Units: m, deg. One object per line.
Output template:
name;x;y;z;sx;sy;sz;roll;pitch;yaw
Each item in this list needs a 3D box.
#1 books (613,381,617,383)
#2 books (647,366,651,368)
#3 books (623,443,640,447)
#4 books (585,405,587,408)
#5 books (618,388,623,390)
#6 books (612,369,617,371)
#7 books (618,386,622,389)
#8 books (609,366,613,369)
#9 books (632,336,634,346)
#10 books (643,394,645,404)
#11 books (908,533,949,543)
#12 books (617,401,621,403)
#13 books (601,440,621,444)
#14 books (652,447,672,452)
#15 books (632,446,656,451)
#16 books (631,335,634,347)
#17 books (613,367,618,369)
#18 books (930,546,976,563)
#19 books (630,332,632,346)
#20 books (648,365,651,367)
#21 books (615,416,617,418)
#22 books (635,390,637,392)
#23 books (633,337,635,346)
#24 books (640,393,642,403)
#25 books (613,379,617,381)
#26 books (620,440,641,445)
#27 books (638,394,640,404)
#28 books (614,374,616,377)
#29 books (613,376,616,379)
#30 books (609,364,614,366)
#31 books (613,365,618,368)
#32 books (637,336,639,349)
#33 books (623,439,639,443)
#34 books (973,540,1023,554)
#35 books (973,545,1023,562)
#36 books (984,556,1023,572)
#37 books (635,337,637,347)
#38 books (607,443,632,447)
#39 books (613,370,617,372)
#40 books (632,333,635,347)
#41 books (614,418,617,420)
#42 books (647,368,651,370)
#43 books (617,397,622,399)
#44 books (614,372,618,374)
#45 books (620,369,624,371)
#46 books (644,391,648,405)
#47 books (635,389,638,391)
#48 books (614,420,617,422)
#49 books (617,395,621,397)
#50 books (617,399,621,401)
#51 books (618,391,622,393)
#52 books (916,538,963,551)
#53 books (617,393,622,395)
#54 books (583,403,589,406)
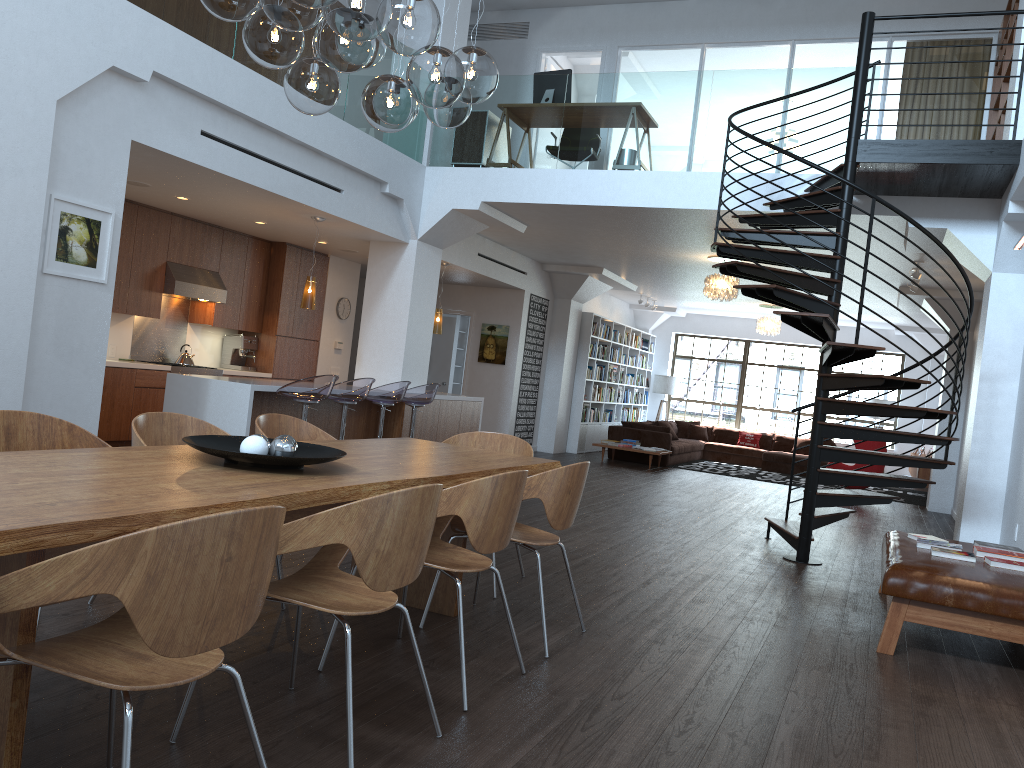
books;1.869;-0.051;16.831;0.171;0.039;0.246;7;1;23
books;2.821;-0.371;19.032;0.284;0.033;0.197;7;1;38
books;1.952;1.001;14.584;0.312;0.037;0.216;7;1;13
books;1.193;0.381;15.343;0.174;0.045;0.240;7;1;12
books;2.034;0.094;17.249;0.208;0.024;0.144;7;1;28
books;1.885;-0.281;16.870;0.223;0.027;0.161;7;1;12
books;2.031;0.061;17.244;0.185;0.041;0.129;7;1;37
books;1.757;-0.318;16.469;0.174;0.045;0.240;7;1;22
books;2.332;-0.850;17.676;0.161;0.223;0.027;7;1;23
books;2.748;0.313;18.956;0.172;0.235;0.112;7;1;23
books;2.641;0.986;5.638;0.161;0.031;0.223;7;0;1
books;1.980;0.336;17.256;0.246;0.038;0.171;7;1;23
books;1.639;0.959;14.653;0.241;0.045;0.334;7;1;24
books;2.371;1.053;14.333;0.350;0.035;0.256;6;1;-42
books;2.096;1.022;14.076;0.231;0.040;0.342;7;1;-27
books;2.317;-0.863;17.637;0.171;0.246;0.057;7;1;23
books;1.904;-0.305;16.854;0.144;0.024;0.208;7;1;28
books;2.514;0.971;5.057;0.224;0.032;0.161;7;1;23
books;2.285;-0.892;17.504;0.140;0.298;0.044;7;1;23
books;2.825;-0.403;19.026;0.174;0.032;0.254;6;1;-32
books;1.897;0.631;17.249;0.254;0.032;0.174;7;1;28
books;2.461;0.134;18.279;0.223;0.031;0.161;7;1;23
books;2.362;-0.847;17.751;0.161;0.223;0.026;7;1;23
books;2.648;0.306;18.749;0.168;0.228;0.139;7;1;23
books;1.870;-0.090;16.830;0.160;0.039;0.251;7;1;28
books;1.954;0.965;14.589;0.279;0.035;0.191;7;1;33
books;2.591;0.303;18.600;0.161;0.223;0.032;7;1;23
books;1.874;-0.174;16.842;0.168;0.045;0.231;7;1;18
books;1.851;-0.132;16.835;0.180;0.042;0.259;7;1;23
books;1.760;-0.355;16.445;0.223;0.027;0.161;7;1;32
books;1.913;-0.337;16.848;0.129;0.043;0.185;7;1;37
books;2.486;-0.848;18.034;0.160;0.250;0.026;7;1;23
books;1.961;0.934;14.585;0.224;0.027;0.157;7;1;28
books;3.029;1.027;5.517;0.254;0.044;0.183;7;1;18
books;2.888;1.011;5.230;0.283;0.043;0.197;7;1;22
books;2.762;1.003;4.924;0.224;0.036;0.161;7;1;17
books;2.413;-0.846;17.874;0.168;0.231;0.037;7;1;23
books;1.732;0.979;14.241;0.340;0.035;0.236;6;1;-42
books;1.885;-0.251;16.843;0.161;0.033;0.223;7;1;23
books;2.349;-0.882;17.714;0.176;0.290;0.053;7;1;23
books;1.896;0.664;17.245;0.284;0.033;0.197;7;1;8
books;2.817;-0.337;19.032;0.197;0.035;0.284;6;1;-37
books;1.993;0.261;17.283;0.259;0.040;0.180;7;1;23
books;1.885;-0.215;16.835;0.183;0.042;0.253;7;1;23
books;2.034;-0.281;17.152;0.223;0.031;0.161;7;1;23
books;2.844;0.294;19.190;0.176;0.290;0.053;7;1;23
books;2.468;0.105;18.287;0.224;0.030;0.161;7;1;33
books;1.892;0.697;17.245;0.284;0.035;0.197;7;1;23
books;2.006;0.220;17.264;0.231;0.044;0.168;7;1;18
books;1.983;0.298;17.259;0.251;0.037;0.160;7;1;28
books;2.016;0.145;17.261;0.223;0.032;0.161;7;1;23
books;2.564;0.973;5.324;0.247;0.040;0.185;7;1;26
books;2.004;0.178;17.258;0.253;0.040;0.183;7;1;23
books;1.197;0.345;15.319;0.223;0.027;0.161;7;1;32
